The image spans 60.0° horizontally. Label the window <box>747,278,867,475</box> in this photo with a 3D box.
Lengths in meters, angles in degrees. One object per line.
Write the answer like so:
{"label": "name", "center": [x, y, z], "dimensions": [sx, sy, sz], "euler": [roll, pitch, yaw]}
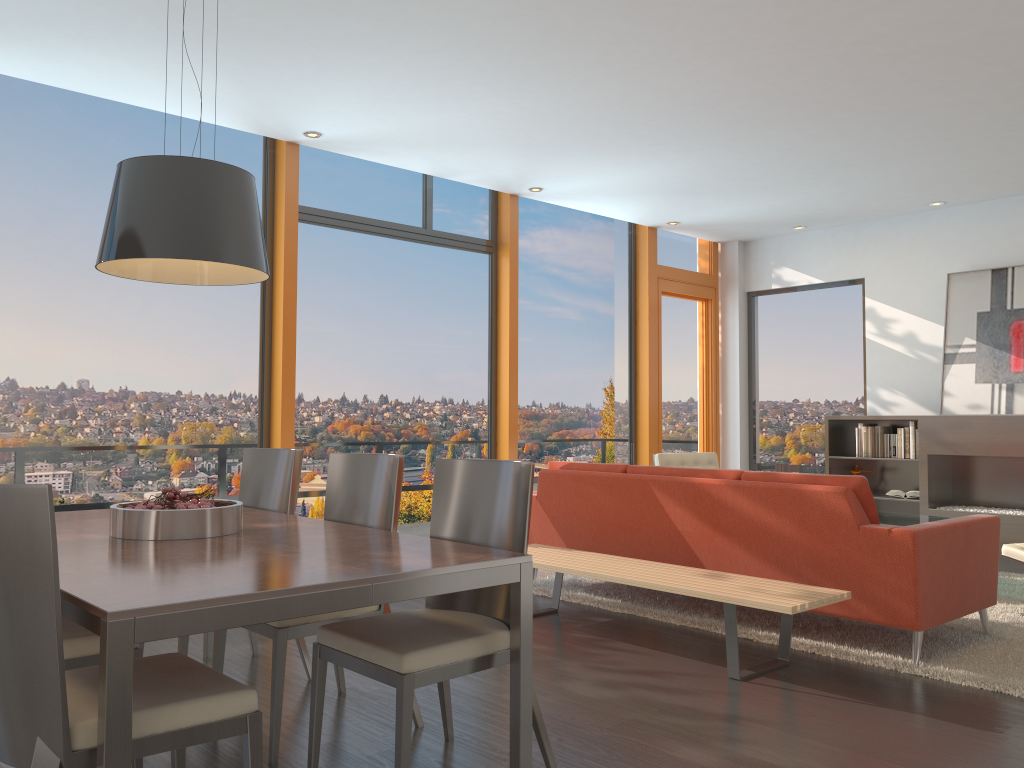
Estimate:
{"label": "window", "center": [3.176, -0.159, 9.567], "dimensions": [0.065, 3.341, 1.409], "euler": [3, -4, -42]}

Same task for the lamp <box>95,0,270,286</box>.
{"label": "lamp", "center": [-1.124, -1.171, 3.102], "dimensions": [0.567, 1.581, 0.567], "euler": [1, -3, -13]}

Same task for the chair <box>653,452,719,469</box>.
{"label": "chair", "center": [1.647, 0.994, 7.427], "dimensions": [0.700, 0.817, 0.706], "euler": [2, -3, -32]}

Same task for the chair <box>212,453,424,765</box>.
{"label": "chair", "center": [-0.696, 0.746, 3.231], "dimensions": [0.614, 0.968, 0.548], "euler": [3, -4, -42]}

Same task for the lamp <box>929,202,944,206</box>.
{"label": "lamp", "center": [3.969, -1.683, 8.293], "dimensions": [0.129, 0.010, 0.129], "euler": [0, -2, 3]}

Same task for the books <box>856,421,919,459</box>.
{"label": "books", "center": [3.560, 0.515, 8.255], "dimensions": [0.324, 0.340, 0.592], "euler": [3, -3, -42]}

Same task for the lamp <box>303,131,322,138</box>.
{"label": "lamp", "center": [-1.431, -1.788, 6.364], "dimensions": [0.129, 0.010, 0.129], "euler": [0, -2, 3]}

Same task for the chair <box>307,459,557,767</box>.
{"label": "chair", "center": [-0.227, 0.727, 2.714], "dimensions": [0.614, 0.968, 0.548], "euler": [3, -4, -42]}

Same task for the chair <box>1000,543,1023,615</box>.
{"label": "chair", "center": [3.194, 0.889, 4.790], "dimensions": [0.700, 0.817, 0.706], "euler": [1, -3, -22]}

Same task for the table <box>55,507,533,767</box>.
{"label": "table", "center": [-1.096, 0.886, 2.941], "dimensions": [1.171, 0.765, 2.151], "euler": [3, -3, -42]}

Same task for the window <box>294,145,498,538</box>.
{"label": "window", "center": [-0.939, -0.272, 7.373], "dimensions": [2.104, 3.347, 0.070], "euler": [3, -4, -42]}

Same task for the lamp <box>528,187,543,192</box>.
{"label": "lamp", "center": [0.210, -1.718, 7.847], "dimensions": [0.129, 0.010, 0.129], "euler": [0, -2, 3]}

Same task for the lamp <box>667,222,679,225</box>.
{"label": "lamp", "center": [1.663, -1.657, 9.160], "dimensions": [0.129, 0.010, 0.129], "euler": [0, -2, 3]}

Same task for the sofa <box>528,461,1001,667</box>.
{"label": "sofa", "center": [1.218, 0.889, 5.083], "dimensions": [1.038, 0.853, 2.596], "euler": [3, -3, -42]}

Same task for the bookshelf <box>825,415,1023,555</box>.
{"label": "bookshelf", "center": [4.368, 0.848, 7.486], "dimensions": [0.570, 1.163, 3.386], "euler": [3, -4, -42]}

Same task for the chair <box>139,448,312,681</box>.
{"label": "chair", "center": [-1.209, 0.768, 3.798], "dimensions": [0.614, 0.968, 0.548], "euler": [3, -4, -42]}

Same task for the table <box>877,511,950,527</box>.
{"label": "table", "center": [2.253, 1.133, 6.106], "dimensions": [0.947, 0.464, 1.998], "euler": [2, -3, -41]}

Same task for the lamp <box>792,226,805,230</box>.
{"label": "lamp", "center": [3.021, -1.643, 9.340], "dimensions": [0.129, 0.010, 0.129], "euler": [0, -2, 3]}

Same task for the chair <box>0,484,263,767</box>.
{"label": "chair", "center": [-0.953, 0.695, 2.028], "dimensions": [0.614, 0.968, 0.548], "euler": [3, -4, -42]}

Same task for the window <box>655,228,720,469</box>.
{"label": "window", "center": [1.864, -0.159, 9.779], "dimensions": [1.156, 3.347, 0.211], "euler": [3, -4, -42]}

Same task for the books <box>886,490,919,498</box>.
{"label": "books", "center": [3.635, 1.015, 8.172], "dimensions": [0.336, 0.065, 0.234], "euler": [-1, -3, 28]}

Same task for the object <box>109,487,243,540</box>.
{"label": "object", "center": [-1.147, 0.431, 3.045], "dimensions": [0.427, 0.154, 0.426], "euler": [0, -2, 2]}

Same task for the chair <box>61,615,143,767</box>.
{"label": "chair", "center": [-1.466, 0.716, 2.595], "dimensions": [0.614, 0.968, 0.548], "euler": [3, -4, -42]}

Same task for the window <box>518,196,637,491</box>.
{"label": "window", "center": [0.606, -0.207, 8.770], "dimensions": [1.843, 3.347, 0.070], "euler": [3, -4, -42]}

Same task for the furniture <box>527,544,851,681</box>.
{"label": "furniture", "center": [0.631, 1.108, 4.454], "dimensions": [0.492, 0.357, 2.005], "euler": [3, -3, -42]}

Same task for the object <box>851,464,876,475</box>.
{"label": "object", "center": [3.343, 0.918, 8.552], "dimensions": [0.201, 0.291, 0.245], "euler": [1, -3, -22]}

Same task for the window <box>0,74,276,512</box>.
{"label": "window", "center": [-2.884, -0.355, 5.616], "dimensions": [2.923, 3.347, 0.070], "euler": [3, -4, -42]}

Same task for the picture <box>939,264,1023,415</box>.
{"label": "picture", "center": [4.396, -0.388, 7.746], "dimensions": [0.269, 1.339, 1.208], "euler": [3, -4, -42]}

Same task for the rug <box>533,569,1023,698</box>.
{"label": "rug", "center": [2.049, 1.343, 5.771], "dimensions": [2.983, 0.043, 3.771], "euler": [2, -3, -42]}
